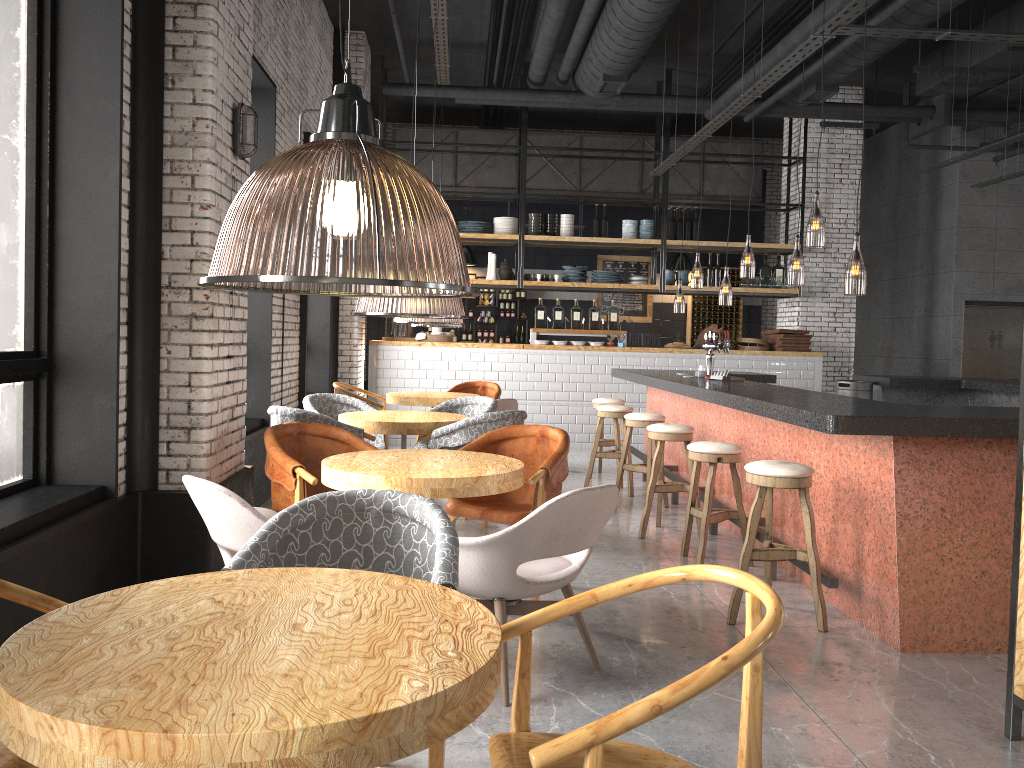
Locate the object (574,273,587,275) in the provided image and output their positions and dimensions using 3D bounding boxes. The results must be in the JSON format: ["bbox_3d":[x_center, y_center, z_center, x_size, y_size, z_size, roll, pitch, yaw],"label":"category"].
[{"bbox_3d":[0.851,-1.480,12.015,0.334,0.039,0.335,1,3,-4],"label":"object"}]

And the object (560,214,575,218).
[{"bbox_3d":[0.746,-2.233,11.990,0.196,0.103,0.196,0,3,-26],"label":"object"}]

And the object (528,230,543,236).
[{"bbox_3d":[0.314,-2.022,11.971,0.196,0.102,0.196,2,3,9],"label":"object"}]

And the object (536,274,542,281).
[{"bbox_3d":[0.360,-1.407,11.768,0.072,0.097,0.072,3,3,36],"label":"object"}]

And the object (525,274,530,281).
[{"bbox_3d":[0.204,-1.411,11.758,0.072,0.097,0.072,2,2,19],"label":"object"}]

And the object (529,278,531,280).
[{"bbox_3d":[0.268,-1.422,11.997,0.072,0.097,0.072,3,3,28],"label":"object"}]

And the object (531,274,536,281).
[{"bbox_3d":[0.281,-1.409,11.763,0.072,0.097,0.072,2,2,19],"label":"object"}]

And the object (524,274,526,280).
[{"bbox_3d":[0.197,-1.417,11.875,0.072,0.097,0.072,1,2,-4],"label":"object"}]

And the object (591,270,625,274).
[{"bbox_3d":[1.305,-1.507,12.040,0.453,0.062,0.454,2,3,12],"label":"object"}]

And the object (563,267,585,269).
[{"bbox_3d":[0.855,-1.549,12.013,0.334,0.048,0.335,1,3,-16],"label":"object"}]

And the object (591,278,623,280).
[{"bbox_3d":[1.301,-1.412,12.043,0.454,0.050,0.454,2,3,17],"label":"object"}]

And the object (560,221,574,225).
[{"bbox_3d":[0.741,-2.145,11.993,0.196,0.103,0.196,2,3,13],"label":"object"}]

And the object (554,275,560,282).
[{"bbox_3d":[0.597,-1.401,11.782,0.072,0.097,0.072,3,3,29],"label":"object"}]

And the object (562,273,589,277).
[{"bbox_3d":[0.854,-1.463,12.015,0.372,0.071,0.373,2,3,9],"label":"object"}]

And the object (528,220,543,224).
[{"bbox_3d":[0.319,-2.154,11.965,0.196,0.100,0.196,-1,3,-38],"label":"object"}]

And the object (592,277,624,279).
[{"bbox_3d":[1.299,-1.436,12.041,0.454,0.062,0.453,4,4,41],"label":"object"}]

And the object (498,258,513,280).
[{"bbox_3d":[-0.088,-1.533,11.897,0.196,0.305,0.196,3,3,34],"label":"object"}]

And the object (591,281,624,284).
[{"bbox_3d":[1.299,-1.363,12.045,0.454,0.033,0.454,0,3,-21],"label":"object"}]

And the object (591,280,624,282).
[{"bbox_3d":[1.299,-1.387,12.044,0.454,0.042,0.454,0,3,-29],"label":"object"}]

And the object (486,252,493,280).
[{"bbox_3d":[-0.293,-1.587,12.021,0.126,0.394,0.126,3,2,36],"label":"object"}]

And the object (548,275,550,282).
[{"bbox_3d":[0.512,-1.410,11.894,0.072,0.097,0.072,-1,3,-44],"label":"object"}]

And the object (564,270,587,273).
[{"bbox_3d":[0.853,-1.509,12.016,0.335,0.052,0.334,2,3,13],"label":"object"}]

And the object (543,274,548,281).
[{"bbox_3d":[0.441,-1.405,11.773,0.072,0.097,0.072,2,2,17],"label":"object"}]

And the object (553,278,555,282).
[{"bbox_3d":[0.584,-1.414,12.015,0.072,0.097,0.072,1,2,-4],"label":"object"}]

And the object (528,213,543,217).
[{"bbox_3d":[0.318,-2.244,11.964,0.196,0.105,0.196,2,3,18],"label":"object"}]

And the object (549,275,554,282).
[{"bbox_3d":[0.519,-1.403,11.777,0.072,0.097,0.072,2,2,5],"label":"object"}]

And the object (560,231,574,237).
[{"bbox_3d":[0.741,-2.012,11.991,0.196,0.105,0.196,0,3,-26],"label":"object"}]

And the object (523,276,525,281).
[{"bbox_3d":[0.183,-1.430,12.109,0.072,0.097,0.072,2,2,21],"label":"object"}]

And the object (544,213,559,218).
[{"bbox_3d":[0.532,-2.238,11.977,0.196,0.103,0.196,0,3,-27],"label":"object"}]

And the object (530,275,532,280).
[{"bbox_3d":[0.274,-1.415,11.880,0.072,0.097,0.072,1,2,-17],"label":"object"}]

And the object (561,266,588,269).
[{"bbox_3d":[0.854,-1.569,12.011,0.373,0.050,0.373,3,3,18],"label":"object"}]

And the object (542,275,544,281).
[{"bbox_3d":[0.435,-1.411,11.889,0.072,0.097,0.072,3,2,24],"label":"object"}]

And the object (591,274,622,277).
[{"bbox_3d":[1.303,-1.460,12.040,0.454,0.065,0.453,-1,4,-40],"label":"object"}]

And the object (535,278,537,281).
[{"bbox_3d":[0.346,-1.420,12.001,0.072,0.097,0.072,1,2,-15],"label":"object"}]

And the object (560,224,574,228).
[{"bbox_3d":[0.743,-2.100,11.989,0.196,0.104,0.196,3,3,32],"label":"object"}]

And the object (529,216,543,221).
[{"bbox_3d":[0.325,-2.199,11.962,0.196,0.107,0.196,3,3,25],"label":"object"}]

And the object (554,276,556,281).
[{"bbox_3d":[0.590,-1.408,11.899,0.072,0.097,0.072,2,2,1],"label":"object"}]

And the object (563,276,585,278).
[{"bbox_3d":[0.848,-1.429,12.017,0.334,0.051,0.335,3,3,27],"label":"object"}]

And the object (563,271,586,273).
[{"bbox_3d":[0.853,-1.494,12.016,0.335,0.052,0.334,4,4,35],"label":"object"}]

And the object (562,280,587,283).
[{"bbox_3d":[0.849,-1.376,12.018,0.335,0.033,0.335,0,4,-34],"label":"object"}]

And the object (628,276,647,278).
[{"bbox_3d":[1.714,-1.450,12.066,0.265,0.034,0.265,2,3,9],"label":"object"}]

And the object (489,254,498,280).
[{"bbox_3d":[-0.249,-1.561,11.873,0.132,0.360,0.127,2,2,22],"label":"object"}]

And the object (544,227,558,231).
[{"bbox_3d":[0.527,-2.061,11.982,0.196,0.101,0.196,2,3,16],"label":"object"}]

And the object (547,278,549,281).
[{"bbox_3d":[0.505,-1.416,12.011,0.072,0.097,0.072,2,2,5],"label":"object"}]

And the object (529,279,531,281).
[{"bbox_3d":[0.261,-1.428,12.114,0.072,0.097,0.072,2,2,15],"label":"object"}]

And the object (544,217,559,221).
[{"bbox_3d":[0.531,-2.194,11.975,0.196,0.102,0.196,1,3,-10],"label":"object"}]

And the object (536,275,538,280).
[{"bbox_3d":[0.353,-1.413,11.885,0.072,0.097,0.072,1,2,-2],"label":"object"}]

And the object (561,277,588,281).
[{"bbox_3d":[0.848,-1.411,12.020,0.373,0.067,0.372,0,3,-22],"label":"object"}]

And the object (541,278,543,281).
[{"bbox_3d":[0.428,-1.418,12.006,0.072,0.097,0.072,3,3,26],"label":"object"}]

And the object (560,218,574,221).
[{"bbox_3d":[0.744,-2.188,11.989,0.196,0.100,0.197,1,3,-7],"label":"object"}]

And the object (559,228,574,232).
[{"bbox_3d":[0.739,-2.056,11.991,0.196,0.104,0.196,0,3,-28],"label":"object"}]

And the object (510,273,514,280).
[{"bbox_3d":[-0.069,-1.495,12.101,0.203,0.212,0.203,3,3,34],"label":"object"}]

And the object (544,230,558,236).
[{"bbox_3d":[0.525,-2.017,11.985,0.196,0.104,0.196,3,3,33],"label":"object"}]

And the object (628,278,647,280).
[{"bbox_3d":[1.713,-1.421,12.067,0.263,0.028,0.263,3,3,24],"label":"object"}]

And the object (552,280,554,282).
[{"bbox_3d":[0.577,-1.420,12.132,0.072,0.097,0.072,1,2,-3],"label":"object"}]

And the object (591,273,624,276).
[{"bbox_3d":[1.302,-1.482,12.040,0.454,0.048,0.454,3,3,23],"label":"object"}]
